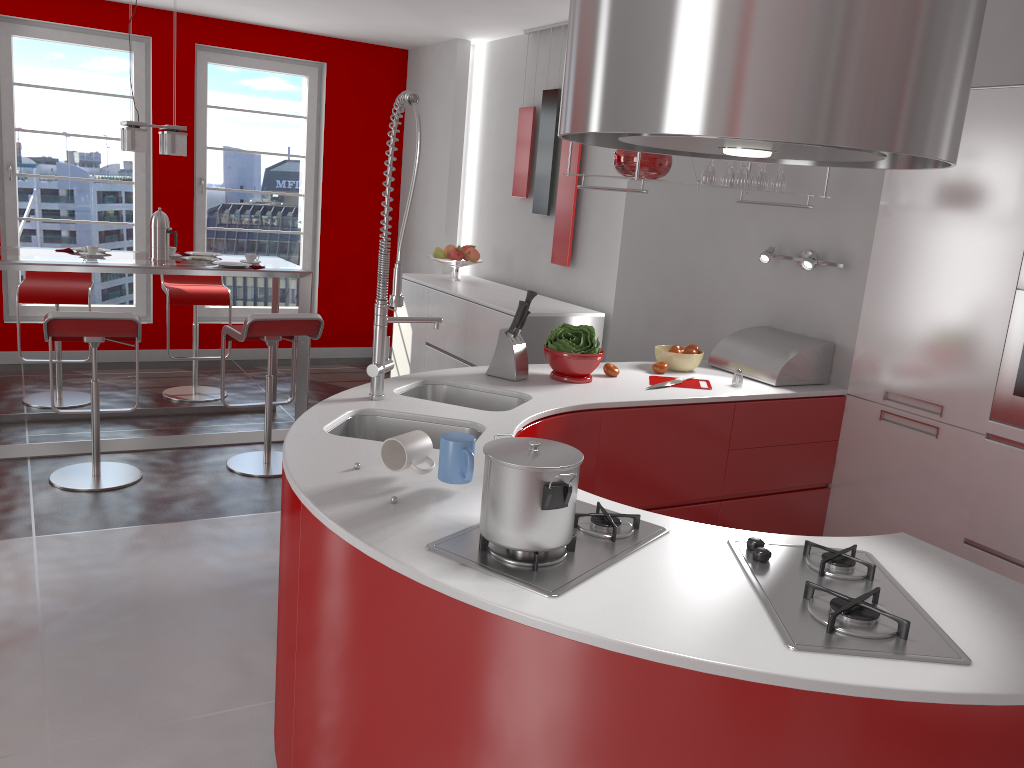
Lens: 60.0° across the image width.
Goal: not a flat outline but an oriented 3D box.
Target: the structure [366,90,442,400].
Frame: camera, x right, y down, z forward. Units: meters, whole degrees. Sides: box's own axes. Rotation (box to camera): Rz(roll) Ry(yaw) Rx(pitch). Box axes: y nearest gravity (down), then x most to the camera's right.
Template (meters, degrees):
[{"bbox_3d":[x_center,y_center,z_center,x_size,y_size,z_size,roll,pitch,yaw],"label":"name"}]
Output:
[{"bbox_3d":[-0.325,-0.392,2.660,0.178,0.920,0.308,8,13,13],"label":"structure"}]

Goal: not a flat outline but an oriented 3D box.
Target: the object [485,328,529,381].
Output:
[{"bbox_3d":[-0.013,-0.115,3.247,0.137,0.178,0.091,13,15,32],"label":"object"}]

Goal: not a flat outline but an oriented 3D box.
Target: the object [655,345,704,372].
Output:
[{"bbox_3d":[0.692,-0.101,3.697,0.201,0.086,0.201,-2,14,-28],"label":"object"}]

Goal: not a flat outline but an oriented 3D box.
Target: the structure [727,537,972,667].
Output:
[{"bbox_3d":[0.593,0.371,1.627,0.303,0.037,0.457,5,12,0],"label":"structure"}]

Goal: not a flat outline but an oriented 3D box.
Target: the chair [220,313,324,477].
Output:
[{"bbox_3d":[-1.269,0.021,4.658,0.418,0.857,0.460,-3,15,-34],"label":"chair"}]

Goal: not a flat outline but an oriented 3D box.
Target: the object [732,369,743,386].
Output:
[{"bbox_3d":[0.884,-0.026,3.469,0.043,0.066,0.042,1,13,-16],"label":"object"}]

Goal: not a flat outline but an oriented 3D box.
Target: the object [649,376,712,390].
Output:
[{"bbox_3d":[0.648,-0.005,3.422,0.266,0.006,0.168,4,12,-3],"label":"object"}]

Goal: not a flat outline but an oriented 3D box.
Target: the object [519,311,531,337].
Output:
[{"bbox_3d":[0.022,-0.176,3.244,0.091,0.197,0.009,12,14,30],"label":"object"}]

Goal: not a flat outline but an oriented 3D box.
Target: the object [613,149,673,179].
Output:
[{"bbox_3d":[0.478,-0.873,3.192,0.213,0.266,0.213,5,12,-2],"label":"object"}]

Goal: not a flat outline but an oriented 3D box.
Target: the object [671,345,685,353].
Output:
[{"bbox_3d":[0.695,-0.135,3.710,0.065,0.052,0.062,-7,17,-44],"label":"object"}]

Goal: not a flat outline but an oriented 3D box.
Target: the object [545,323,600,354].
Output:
[{"bbox_3d":[0.222,-0.128,3.300,0.198,0.182,0.193,-1,14,-24],"label":"object"}]

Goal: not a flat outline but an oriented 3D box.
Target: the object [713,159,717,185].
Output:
[{"bbox_3d":[0.794,-0.860,3.548,0.060,0.141,0.060,14,15,36],"label":"object"}]

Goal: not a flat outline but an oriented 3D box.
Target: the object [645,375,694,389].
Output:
[{"bbox_3d":[0.610,-0.006,3.379,0.041,0.008,0.375,14,15,36],"label":"object"}]

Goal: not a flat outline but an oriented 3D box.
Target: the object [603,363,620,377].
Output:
[{"bbox_3d":[0.386,-0.054,3.442,0.063,0.048,0.064,15,16,37],"label":"object"}]

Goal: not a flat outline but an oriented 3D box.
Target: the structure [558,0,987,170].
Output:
[{"bbox_3d":[0.439,-0.853,1.405,0.644,0.958,0.644,11,14,26],"label":"structure"}]

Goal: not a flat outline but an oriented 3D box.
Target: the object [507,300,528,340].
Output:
[{"bbox_3d":[-0.008,-0.167,3.201,0.130,0.279,0.012,12,14,30],"label":"object"}]

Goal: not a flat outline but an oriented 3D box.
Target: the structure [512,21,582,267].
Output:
[{"bbox_3d":[0.230,-1.568,5.819,0.040,1.503,0.820,-2,14,-29],"label":"structure"}]

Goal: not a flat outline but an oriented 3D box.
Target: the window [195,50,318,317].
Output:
[{"bbox_3d":[-2.058,-1.546,7.142,0.938,2.038,0.117,-2,14,-29],"label":"window"}]

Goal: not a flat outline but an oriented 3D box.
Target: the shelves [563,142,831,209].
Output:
[{"bbox_3d":[0.749,-1.205,3.279,0.934,1.023,0.462,-2,14,-29],"label":"shelves"}]

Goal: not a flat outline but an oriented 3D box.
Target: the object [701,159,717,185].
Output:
[{"bbox_3d":[0.769,-0.839,3.441,0.060,0.141,0.060,-2,14,-29],"label":"object"}]

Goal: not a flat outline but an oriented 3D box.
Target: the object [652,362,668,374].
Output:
[{"bbox_3d":[0.599,-0.065,3.585,0.065,0.047,0.063,-2,14,-30],"label":"object"}]

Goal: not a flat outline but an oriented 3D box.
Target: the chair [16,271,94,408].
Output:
[{"bbox_3d":[-2.850,-0.319,5.569,0.418,0.857,0.460,0,13,-22],"label":"chair"}]

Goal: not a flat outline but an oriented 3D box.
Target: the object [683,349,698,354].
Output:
[{"bbox_3d":[0.736,-0.122,3.665,0.066,0.049,0.062,-3,15,-32],"label":"object"}]

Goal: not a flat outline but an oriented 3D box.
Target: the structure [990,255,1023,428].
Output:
[{"bbox_3d":[1.807,-0.097,2.742,0.050,0.589,0.599,-2,14,-29],"label":"structure"}]

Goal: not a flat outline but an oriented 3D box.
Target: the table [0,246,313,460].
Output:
[{"bbox_3d":[-2.105,-0.216,5.067,1.700,1.000,0.800,-2,14,-29],"label":"table"}]

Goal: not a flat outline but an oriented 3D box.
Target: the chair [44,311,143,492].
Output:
[{"bbox_3d":[-2.000,0.046,4.255,0.418,0.857,0.460,-1,14,-25],"label":"chair"}]

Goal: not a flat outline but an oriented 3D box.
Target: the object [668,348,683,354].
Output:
[{"bbox_3d":[0.671,-0.124,3.651,0.066,0.049,0.062,0,13,-22],"label":"object"}]

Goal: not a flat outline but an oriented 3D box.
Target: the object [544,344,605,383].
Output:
[{"bbox_3d":[0.226,-0.076,3.317,0.228,0.118,0.229,12,14,30],"label":"object"}]

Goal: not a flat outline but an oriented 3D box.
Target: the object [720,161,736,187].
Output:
[{"bbox_3d":[0.855,-0.842,3.491,0.060,0.141,0.060,-2,14,-29],"label":"object"}]

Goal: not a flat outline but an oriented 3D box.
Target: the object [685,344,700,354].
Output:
[{"bbox_3d":[0.755,-0.137,3.722,0.055,0.058,0.066,-7,17,-43],"label":"object"}]

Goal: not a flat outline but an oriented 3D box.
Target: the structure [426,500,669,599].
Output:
[{"bbox_3d":[0.085,0.294,1.775,0.303,0.037,0.457,14,15,34],"label":"structure"}]

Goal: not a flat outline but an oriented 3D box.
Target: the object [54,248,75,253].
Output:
[{"bbox_3d":[-2.519,-0.753,4.982,0.095,0.012,0.234,-2,14,-30],"label":"object"}]

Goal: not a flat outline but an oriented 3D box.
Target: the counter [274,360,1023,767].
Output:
[{"bbox_3d":[0.312,0.550,2.836,1.868,0.880,2.865,6,12,4],"label":"counter"}]

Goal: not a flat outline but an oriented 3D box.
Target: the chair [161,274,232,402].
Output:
[{"bbox_3d":[-2.138,-0.350,5.989,0.418,0.857,0.460,-1,14,-27],"label":"chair"}]

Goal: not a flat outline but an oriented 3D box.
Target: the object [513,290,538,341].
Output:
[{"bbox_3d":[0.016,-0.184,3.215,0.150,0.322,0.014,12,14,30],"label":"object"}]

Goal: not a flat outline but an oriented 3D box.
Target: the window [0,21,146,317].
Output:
[{"bbox_3d":[-3.192,-1.504,6.508,0.938,2.038,0.117,-2,14,-29],"label":"window"}]
